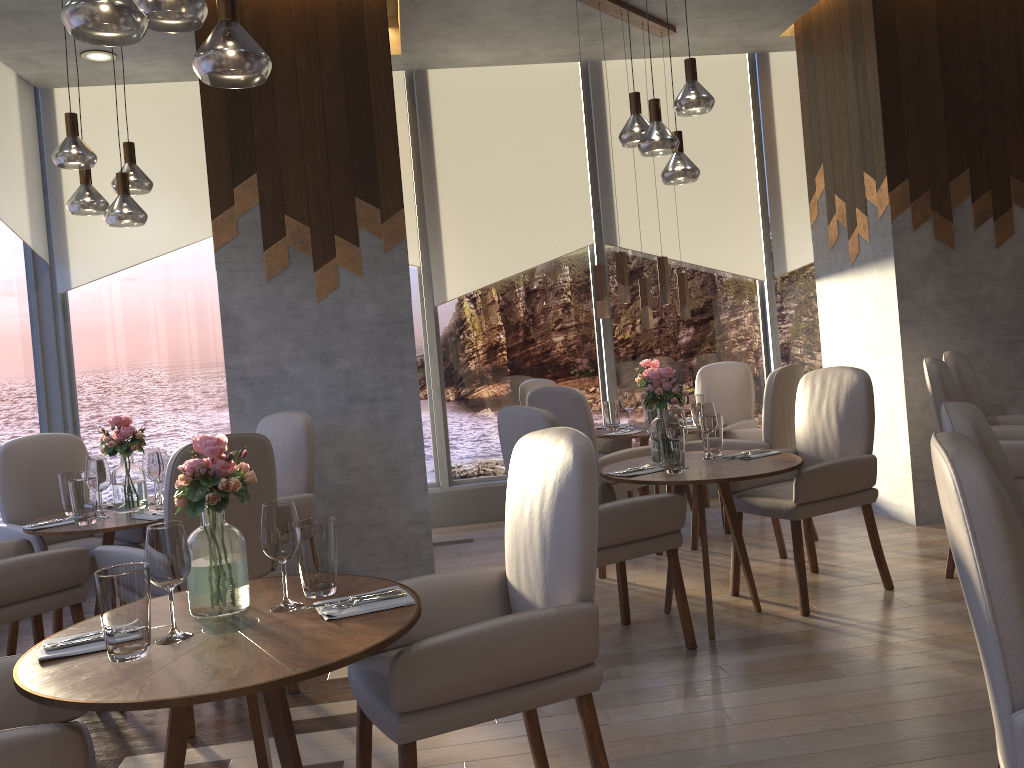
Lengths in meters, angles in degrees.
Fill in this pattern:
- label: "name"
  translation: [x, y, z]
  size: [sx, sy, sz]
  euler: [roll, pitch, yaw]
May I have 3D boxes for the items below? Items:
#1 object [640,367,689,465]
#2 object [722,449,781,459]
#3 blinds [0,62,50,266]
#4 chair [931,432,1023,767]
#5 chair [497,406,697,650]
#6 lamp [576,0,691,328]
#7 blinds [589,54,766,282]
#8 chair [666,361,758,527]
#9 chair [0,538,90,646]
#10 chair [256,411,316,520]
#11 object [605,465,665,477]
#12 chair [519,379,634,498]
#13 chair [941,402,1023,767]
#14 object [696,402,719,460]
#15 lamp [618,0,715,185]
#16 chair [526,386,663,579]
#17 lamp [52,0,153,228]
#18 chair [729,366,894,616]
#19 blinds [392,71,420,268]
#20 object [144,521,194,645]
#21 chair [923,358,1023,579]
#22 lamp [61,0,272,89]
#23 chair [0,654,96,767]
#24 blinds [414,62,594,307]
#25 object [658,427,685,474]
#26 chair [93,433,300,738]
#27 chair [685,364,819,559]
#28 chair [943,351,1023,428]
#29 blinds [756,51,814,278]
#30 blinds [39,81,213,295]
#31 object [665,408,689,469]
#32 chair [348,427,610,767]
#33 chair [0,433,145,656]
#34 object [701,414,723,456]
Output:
- label: "object"
  translation: [0.655, 0.134, 3.821]
  size: [0.210, 0.415, 0.198]
  euler: [-4, 1, 41]
- label: "object"
  translation: [1.020, 0.301, 3.829]
  size: [0.255, 0.019, 0.157]
  euler: [-6, 3, -31]
- label: "blinds"
  translation: [-3.129, -2.104, 5.308]
  size: [0.007, 2.680, 1.173]
  euler: [-5, 1, -6]
- label: "chair"
  translation: [1.054, 0.569, 1.448]
  size: [0.599, 1.000, 0.529]
  euler: [-4, 1, 25]
- label: "chair"
  translation: [0.305, 0.552, 3.455]
  size: [0.600, 1.000, 0.528]
  euler: [-5, 1, -30]
- label: "lamp"
  translation: [0.741, -1.300, 5.338]
  size: [0.118, 1.931, 1.163]
  euler: [-5, 1, 39]
- label: "blinds"
  translation: [1.160, -2.030, 6.409]
  size: [1.174, 2.680, 0.007]
  euler: [-5, 0, -6]
- label: "chair"
  translation: [1.309, 0.370, 5.812]
  size: [0.527, 1.000, 0.601]
  euler: [-4, 1, 41]
- label: "chair"
  translation: [-1.956, 0.754, 3.272]
  size: [0.527, 1.000, 0.601]
  euler: [-4, 1, 37]
- label: "chair"
  translation: [-1.233, 0.655, 4.178]
  size: [0.527, 1.000, 0.601]
  euler: [-4, 1, 38]
- label: "object"
  translation: [0.523, 0.351, 3.648]
  size: [0.255, 0.019, 0.157]
  euler: [-6, 3, -32]
- label: "chair"
  translation: [0.410, 0.451, 5.705]
  size: [0.599, 1.000, 0.529]
  euler: [-4, 1, 37]
- label: "chair"
  translation: [1.315, 0.526, 1.949]
  size: [0.599, 1.000, 0.529]
  euler: [-4, 1, 30]
- label: "object"
  translation: [0.846, 0.203, 3.838]
  size: [0.092, 0.244, 0.092]
  euler: [-4, 1, 39]
- label: "lamp"
  translation: [0.609, -1.526, 3.727]
  size: [0.439, 1.326, 0.439]
  euler: [-5, 1, 1]
- label: "chair"
  translation: [0.435, 0.483, 4.864]
  size: [0.527, 1.000, 0.601]
  euler: [-4, 1, 43]
- label: "lamp"
  translation: [-1.785, -1.323, 3.791]
  size: [0.440, 1.326, 0.439]
  euler: [-5, 1, -39]
- label: "chair"
  translation: [1.321, 0.442, 4.008]
  size: [0.600, 1.000, 0.528]
  euler: [-5, 1, -29]
- label: "blinds"
  translation: [-1.337, -2.096, 6.128]
  size: [1.174, 2.680, 0.007]
  euler: [-5, 0, -6]
- label: "object"
  translation: [-0.724, 0.418, 1.874]
  size: [0.092, 0.244, 0.092]
  euler: [-5, 1, -20]
- label: "chair"
  translation: [2.268, 0.357, 4.089]
  size: [0.599, 1.000, 0.529]
  euler: [-4, 1, 32]
- label: "lamp"
  translation: [-0.802, -1.332, 1.942]
  size: [0.439, 1.326, 0.439]
  euler: [-5, 1, -4]
- label: "chair"
  translation: [-1.137, 0.747, 1.706]
  size: [0.600, 1.000, 0.528]
  euler: [-5, 1, -26]
- label: "blinds"
  translation: [-0.076, -1.925, 6.270]
  size: [1.174, 2.680, 0.007]
  euler: [-5, 0, -6]
- label: "object"
  translation: [0.643, 0.265, 3.540]
  size: [0.102, 0.178, 0.102]
  euler: [-5, 1, -26]
- label: "chair"
  translation: [-1.178, 0.685, 3.313]
  size: [0.599, 1.000, 0.529]
  euler: [-4, 1, 41]
- label: "chair"
  translation: [1.330, 0.403, 4.944]
  size: [0.599, 1.000, 0.529]
  euler: [-4, 1, 40]
- label: "chair"
  translation: [2.590, 0.311, 4.553]
  size: [0.599, 1.000, 0.529]
  euler: [-4, 1, 37]
- label: "blinds"
  translation: [2.393, -2.160, 6.547]
  size: [1.174, 2.680, 0.007]
  euler: [-5, 0, -6]
- label: "blinds"
  translation: [-2.574, -1.984, 5.989]
  size: [1.174, 2.680, 0.007]
  euler: [-5, 0, -6]
- label: "object"
  translation: [0.679, 0.225, 3.641]
  size: [0.092, 0.244, 0.092]
  euler: [-5, 1, -13]
- label: "chair"
  translation: [-0.081, 0.637, 2.180]
  size: [0.600, 1.000, 0.528]
  euler: [-5, 1, -25]
- label: "chair"
  translation: [-2.036, 0.727, 4.092]
  size: [0.599, 1.000, 0.529]
  euler: [-4, 1, 41]
- label: "object"
  translation: [0.890, 0.228, 3.939]
  size: [0.102, 0.178, 0.102]
  euler: [-5, 1, -15]
